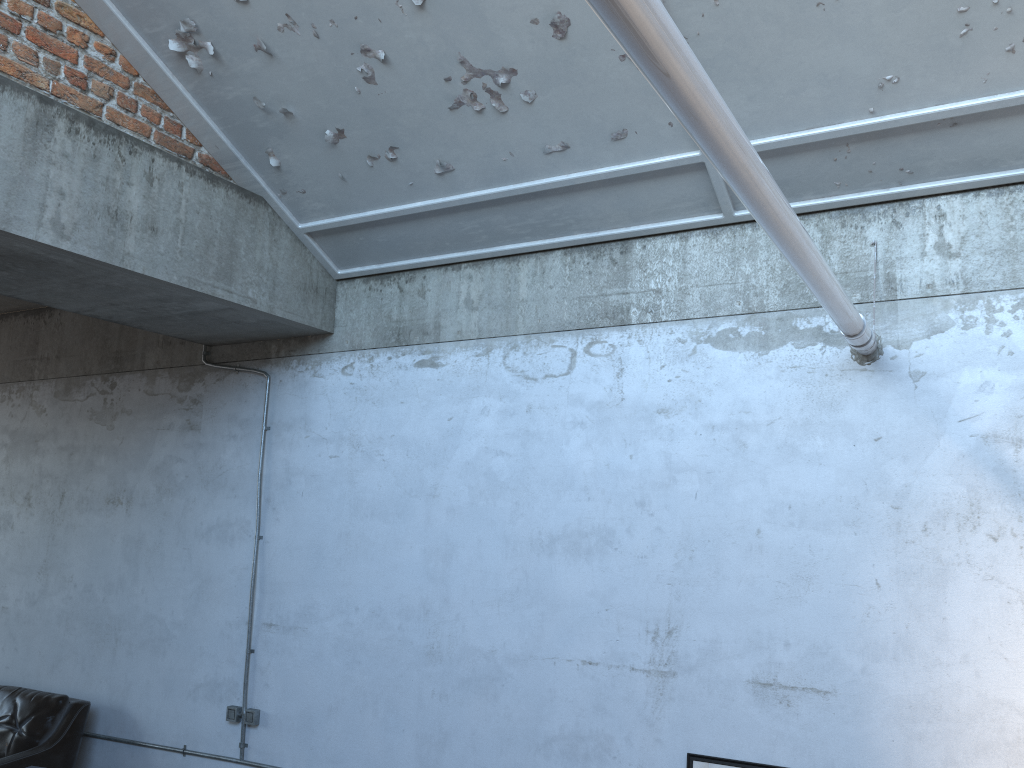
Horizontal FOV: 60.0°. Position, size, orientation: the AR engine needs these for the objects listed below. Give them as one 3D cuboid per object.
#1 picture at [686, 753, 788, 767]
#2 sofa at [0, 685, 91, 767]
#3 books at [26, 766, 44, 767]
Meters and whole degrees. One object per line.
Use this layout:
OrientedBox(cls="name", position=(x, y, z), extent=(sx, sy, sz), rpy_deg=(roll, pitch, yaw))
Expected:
OrientedBox(cls="picture", position=(1.239, 2.283, 3.713), extent=(1.095, 1.215, 0.233), rpy_deg=(-4, -11, 29))
OrientedBox(cls="sofa", position=(-4.188, 2.615, 6.135), extent=(2.610, 1.045, 0.929), rpy_deg=(-4, -11, 28))
OrientedBox(cls="books", position=(-2.838, 2.283, 5.199), extent=(0.159, 0.024, 0.201), rpy_deg=(-2, -10, 19))
